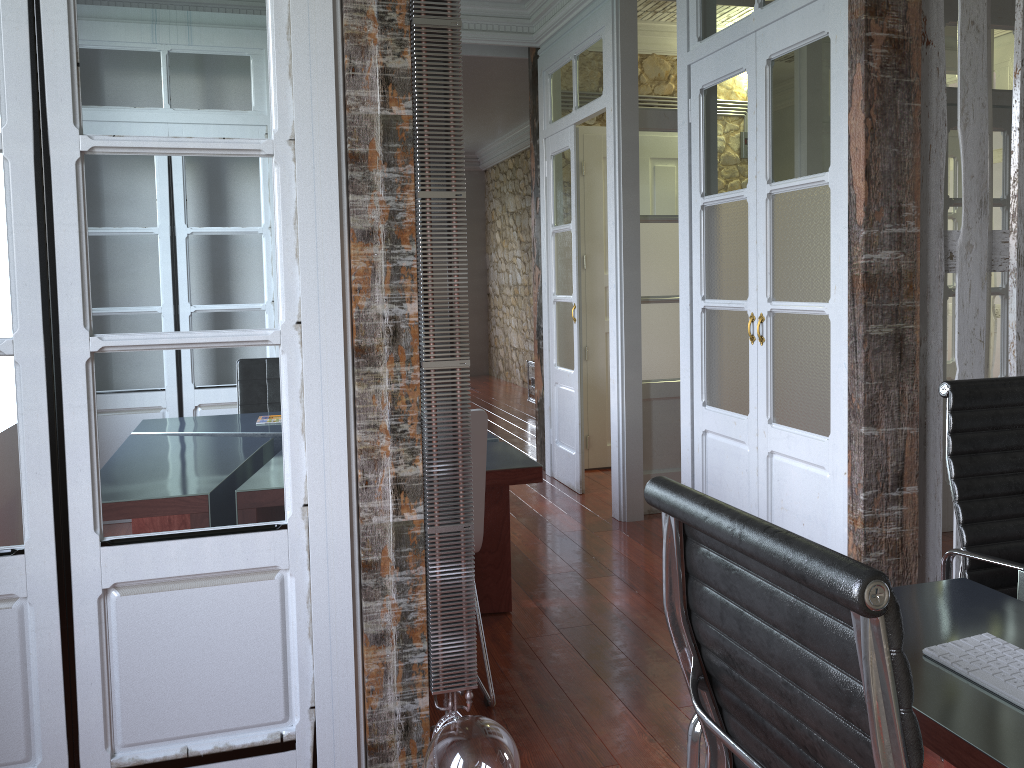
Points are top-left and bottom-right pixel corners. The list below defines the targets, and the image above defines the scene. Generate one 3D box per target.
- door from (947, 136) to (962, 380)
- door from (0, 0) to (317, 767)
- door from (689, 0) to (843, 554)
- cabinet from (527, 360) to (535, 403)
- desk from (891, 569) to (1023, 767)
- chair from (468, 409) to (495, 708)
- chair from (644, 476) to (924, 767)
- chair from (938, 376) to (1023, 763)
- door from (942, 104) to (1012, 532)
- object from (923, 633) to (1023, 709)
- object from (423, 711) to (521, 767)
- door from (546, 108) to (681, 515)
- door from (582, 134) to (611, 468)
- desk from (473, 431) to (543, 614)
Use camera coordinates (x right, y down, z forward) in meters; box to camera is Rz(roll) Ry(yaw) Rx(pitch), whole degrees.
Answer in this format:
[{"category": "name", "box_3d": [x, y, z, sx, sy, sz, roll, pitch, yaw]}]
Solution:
[{"category": "door", "box_3d": [2.269, -0.423, 5.249, 1.077, 2.079, 0.041, -2, 4, -16]}, {"category": "door", "box_3d": [-0.990, -0.013, 1.921, 1.161, 2.174, 0.041, -2, 4, -16]}, {"category": "door", "box_3d": [0.941, -0.222, 3.341, 0.041, 2.172, 1.061, -2, 4, -16]}, {"category": "cabinet", "box_3d": [0.576, 0.085, 7.997, 0.488, 0.508, 1.428, -3, 6, -16]}, {"category": "desk", "box_3d": [1.796, 0.733, 1.214, 2.508, 0.725, 1.305, -3, 6, -16]}, {"category": "chair", "box_3d": [-0.343, 0.508, 2.765, 0.475, 0.916, 0.603, -2, 5, -16]}, {"category": "chair", "box_3d": [0.524, 0.631, 1.094, 0.699, 1.019, 0.668, -2, 5, -12]}, {"category": "chair", "box_3d": [1.288, 0.521, 1.901, 0.666, 1.019, 0.701, -3, 5, -22]}, {"category": "door", "box_3d": [2.518, -0.333, 4.434, 1.077, 2.079, 0.041, -2, 4, -16]}, {"category": "object", "box_3d": [0.705, 0.399, 1.077, 0.118, 0.017, 0.440, -3, 7, -16]}, {"category": "object", "box_3d": [-0.093, 0.939, 2.013, 0.220, 0.382, 0.235, -5, 5, -38]}, {"category": "door", "box_3d": [0.468, -0.418, 5.127, 0.483, 2.174, 1.189, -4, 5, -42]}, {"category": "door", "box_3d": [0.891, -0.560, 6.004, 0.869, 2.211, 0.146, -2, 4, -16]}, {"category": "desk", "box_3d": [-0.821, 0.547, 3.618, 1.446, 0.651, 1.719, -3, 6, -16]}]
